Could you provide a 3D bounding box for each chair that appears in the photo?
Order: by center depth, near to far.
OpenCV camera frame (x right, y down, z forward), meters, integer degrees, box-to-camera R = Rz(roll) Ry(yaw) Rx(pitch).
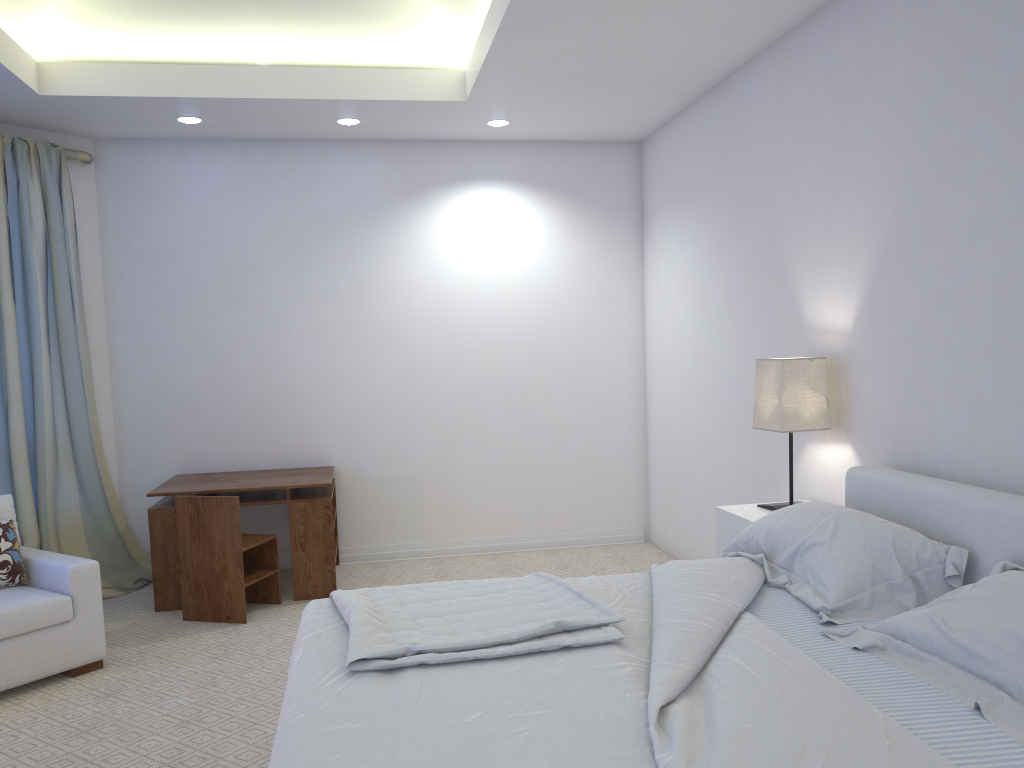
[{"bbox_3d":[-2.176,0.842,3.494,0.687,0.707,0.803,1,4,35],"label":"chair"},{"bbox_3d":[-1.396,0.830,4.380,0.340,0.613,0.339,-1,5,15],"label":"chair"}]

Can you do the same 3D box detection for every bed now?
[{"bbox_3d":[0.468,0.745,2.131,2.018,0.818,1.962,-2,3,-10],"label":"bed"}]

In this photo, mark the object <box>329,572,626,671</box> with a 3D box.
[{"bbox_3d":[-0.141,0.801,2.494,0.717,0.468,0.910,-3,3,-14],"label":"object"}]

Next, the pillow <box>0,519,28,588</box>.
[{"bbox_3d":[-2.137,0.706,3.604,0.135,0.274,0.274,1,5,34],"label":"pillow"}]

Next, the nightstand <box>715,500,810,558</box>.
[{"bbox_3d":[1.240,0.818,2.343,0.400,0.602,2.542,-3,2,-10],"label":"nightstand"}]

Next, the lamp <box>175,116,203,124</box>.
[{"bbox_3d":[-1.678,-1.367,4.608,0.137,0.014,0.137,-4,3,-38],"label":"lamp"}]

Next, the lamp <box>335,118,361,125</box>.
[{"bbox_3d":[-0.876,-1.400,4.747,0.137,0.014,0.137,-4,3,-38],"label":"lamp"}]

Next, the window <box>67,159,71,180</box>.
[{"bbox_3d":[-2.198,-0.092,1.615,0.813,2.034,6.823,-3,2,-10],"label":"window"}]

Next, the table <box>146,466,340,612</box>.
[{"bbox_3d":[-1.427,0.818,4.866,0.900,0.603,0.738,-3,3,-10],"label":"table"}]

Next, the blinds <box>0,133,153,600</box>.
[{"bbox_3d":[-2.542,-0.039,4.379,0.295,2.429,1.764,2,6,37],"label":"blinds"}]

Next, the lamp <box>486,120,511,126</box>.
[{"bbox_3d":[-0.076,-1.433,4.885,0.137,0.014,0.137,-4,3,-38],"label":"lamp"}]

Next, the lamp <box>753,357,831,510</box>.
[{"bbox_3d":[1.071,0.192,3.399,0.210,0.585,0.209,-3,5,-15],"label":"lamp"}]
